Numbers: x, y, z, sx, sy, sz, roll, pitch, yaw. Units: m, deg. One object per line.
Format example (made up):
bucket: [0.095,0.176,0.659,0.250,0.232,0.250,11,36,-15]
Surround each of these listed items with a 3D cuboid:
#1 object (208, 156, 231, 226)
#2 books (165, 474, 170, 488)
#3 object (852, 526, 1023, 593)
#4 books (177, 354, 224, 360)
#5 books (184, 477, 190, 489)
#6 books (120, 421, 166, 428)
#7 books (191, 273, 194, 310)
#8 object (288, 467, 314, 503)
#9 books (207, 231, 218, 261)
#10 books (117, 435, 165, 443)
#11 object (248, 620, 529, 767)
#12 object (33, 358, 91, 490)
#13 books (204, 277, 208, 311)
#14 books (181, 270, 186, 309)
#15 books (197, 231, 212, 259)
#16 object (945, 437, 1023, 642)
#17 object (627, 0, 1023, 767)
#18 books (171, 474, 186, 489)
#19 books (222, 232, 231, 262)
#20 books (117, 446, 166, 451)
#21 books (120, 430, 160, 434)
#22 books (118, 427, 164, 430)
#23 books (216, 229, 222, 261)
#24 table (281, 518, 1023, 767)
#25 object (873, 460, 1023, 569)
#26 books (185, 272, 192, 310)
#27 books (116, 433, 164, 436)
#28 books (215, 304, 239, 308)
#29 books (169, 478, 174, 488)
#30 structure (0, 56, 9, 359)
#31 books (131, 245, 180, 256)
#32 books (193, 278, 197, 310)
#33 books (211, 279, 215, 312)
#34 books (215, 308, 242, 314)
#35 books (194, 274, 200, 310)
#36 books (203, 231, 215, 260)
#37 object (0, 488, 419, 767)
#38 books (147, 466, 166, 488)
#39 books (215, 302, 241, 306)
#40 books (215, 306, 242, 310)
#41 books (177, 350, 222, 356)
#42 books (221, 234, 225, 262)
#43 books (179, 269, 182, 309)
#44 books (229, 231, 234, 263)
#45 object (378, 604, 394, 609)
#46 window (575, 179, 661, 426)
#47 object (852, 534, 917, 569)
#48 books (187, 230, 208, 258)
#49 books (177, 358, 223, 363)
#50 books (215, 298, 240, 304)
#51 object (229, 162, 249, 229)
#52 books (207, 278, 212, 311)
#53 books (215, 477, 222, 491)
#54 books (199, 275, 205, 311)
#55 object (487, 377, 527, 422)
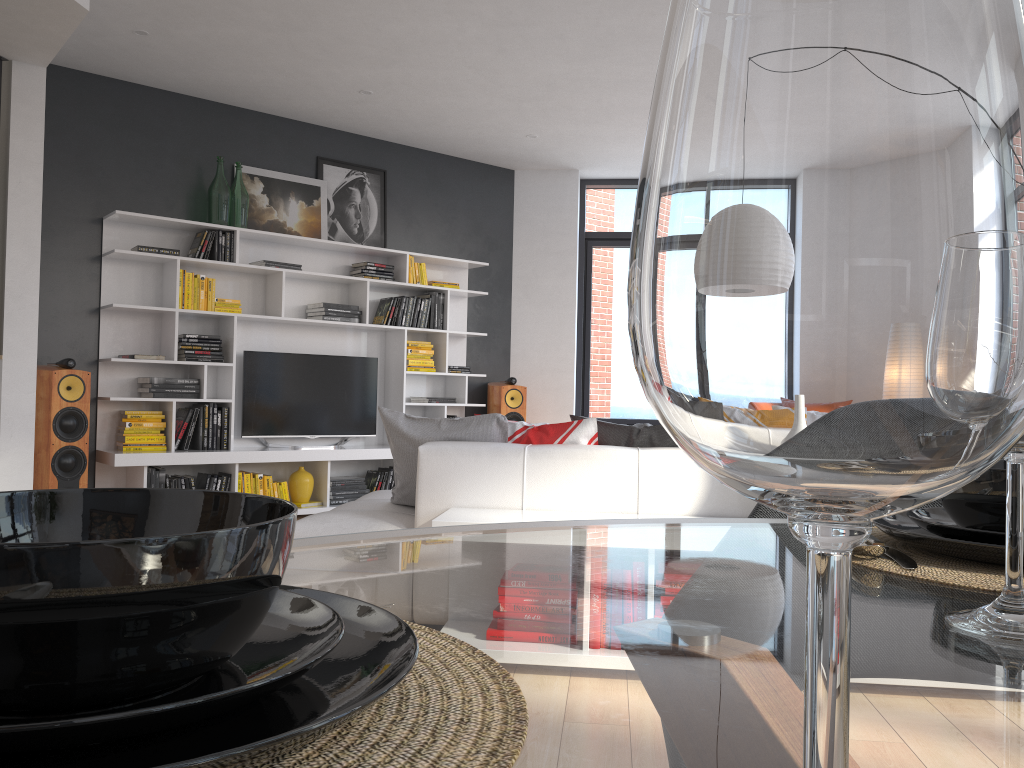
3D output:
object: [-2.054,-1.348,6.230,0.157,0.507,0.157,2,-1,-25]
books: [-2.330,0.733,5.926,0.053,0.268,0.202,2,-1,-39]
object: [0.438,0.144,0.731,0.360,0.002,0.360,2,-1,-41]
books: [-2.166,-0.187,6.153,0.270,0.025,0.189,2,-1,-40]
books: [-2.215,0.751,6.000,0.066,0.242,0.177,2,-1,-39]
books: [-2.478,0.271,5.954,0.250,0.035,0.185,2,-1,-36]
books: [-2.238,-0.630,6.121,0.015,0.263,0.199,2,-1,-39]
object: [-1.551,0.737,6.519,0.185,0.257,0.185,1,-1,29]
books: [-2.098,-0.954,6.212,0.021,0.221,0.156,2,-1,-39]
books: [-2.483,0.367,5.938,0.255,0.044,0.198,2,-1,-39]
object: [-0.174,0.123,0.339,0.360,0.002,0.360,2,-1,-19]
object: [-2.871,0.383,5.537,0.434,1.088,0.290,1,-1,36]
books: [-2.162,-0.617,6.178,0.023,0.239,0.169,2,-1,-39]
books: [-2.284,-0.637,6.074,0.025,0.270,0.213,2,-1,-39]
books: [-2.165,-0.953,6.173,0.087,0.214,0.171,2,-1,-38]
object: [0.284,0.027,0.500,0.083,0.220,0.083,2,-1,-22]
object: [0.065,0.016,0.180,0.083,0.220,0.083,1,-1,35]
books: [-2.243,0.744,5.987,0.066,0.255,0.193,2,-1,-39]
books: [-2.037,-0.952,6.262,0.038,0.218,0.169,2,-1,-39]
books: [-2.474,0.429,5.928,0.270,0.029,0.204,2,-1,-34]
books: [-2.488,0.319,5.926,0.228,0.024,0.152,2,-1,-35]
books: [-2.489,0.298,5.949,0.251,0.019,0.180,2,-1,-39]
books: [-2.081,-0.959,6.232,0.025,0.232,0.176,2,-1,-39]
table: [0.325,0.515,0.200,1.499,0.764,1.499,1,-1,-4]
object: [0.440,0.106,0.743,0.258,0.074,0.258,2,-1,-13]
books: [-2.260,-0.629,6.100,0.044,0.255,0.198,2,-1,-39]
books: [-2.494,0.337,5.948,0.263,0.015,0.198,2,-1,-36]
books: [-2.024,-0.547,6.250,0.169,0.018,0.113,2,-1,-37]
books: [-2.303,0.750,5.943,0.053,0.240,0.189,2,-1,-38]
structure: [-4.381,-1.285,5.909,4.190,4.339,2.823,1,-1,6]
books: [-2.398,-0.880,5.959,0.268,0.046,0.208,2,-1,-35]
books: [-2.211,-0.612,6.115,0.024,0.229,0.156,2,-1,-39]
books: [-2.122,-0.613,6.210,0.024,0.234,0.172,2,-1,-39]
books: [-2.031,-0.510,6.265,0.190,0.033,0.147,2,-1,-39]
books: [-2.205,-0.625,6.143,0.019,0.251,0.180,2,-1,-39]
books: [-2.135,-0.953,6.181,0.074,0.212,0.154,2,-1,-40]
object: [-0.165,0.085,0.338,0.258,0.074,0.258,2,-1,-13]
books: [-2.403,0.709,5.874,0.128,0.321,0.259,2,-1,-39]
books: [-2.029,-0.562,6.266,0.187,0.014,0.134,2,-1,-39]
books: [-2.033,-0.533,6.269,0.196,0.011,0.148,2,-1,-39]
books: [-2.183,-0.215,6.164,0.266,0.030,0.209,2,-1,-40]
books: [-2.060,-0.944,6.243,0.021,0.200,0.147,2,-1,-39]
books: [-2.300,-0.638,6.051,0.029,0.270,0.204,2,-1,-39]
books: [-2.011,-0.958,6.274,0.019,0.230,0.174,2,-1,-39]
object: [-0.173,0.115,0.332,0.206,0.015,0.309,1,-1,11]
window: [1.598,-0.723,8.373,1.960,2.402,0.170,1,-1,6]
object: [0.428,0.135,0.732,0.309,0.015,0.206,1,-1,11]
books: [-2.186,-0.955,6.148,0.096,0.213,0.166,2,-1,-40]
books: [-2.167,-0.161,6.151,0.263,0.026,0.189,2,-1,-40]
books: [-2.039,-0.582,6.274,0.186,0.026,0.138,2,-1,-39]
object: [-1.968,-1.344,6.371,0.157,0.507,0.157,2,-1,-25]
books: [-2.140,-0.614,6.191,0.024,0.234,0.172,2,-1,-39]
books: [-2.073,0.754,6.123,0.071,0.243,0.179,2,-1,-40]
books: [-2.183,-0.624,6.158,0.035,0.250,0.185,2,-1,-39]
object: [-0.078,0.485,7.761,0.290,1.088,0.434,2,-1,-24]
